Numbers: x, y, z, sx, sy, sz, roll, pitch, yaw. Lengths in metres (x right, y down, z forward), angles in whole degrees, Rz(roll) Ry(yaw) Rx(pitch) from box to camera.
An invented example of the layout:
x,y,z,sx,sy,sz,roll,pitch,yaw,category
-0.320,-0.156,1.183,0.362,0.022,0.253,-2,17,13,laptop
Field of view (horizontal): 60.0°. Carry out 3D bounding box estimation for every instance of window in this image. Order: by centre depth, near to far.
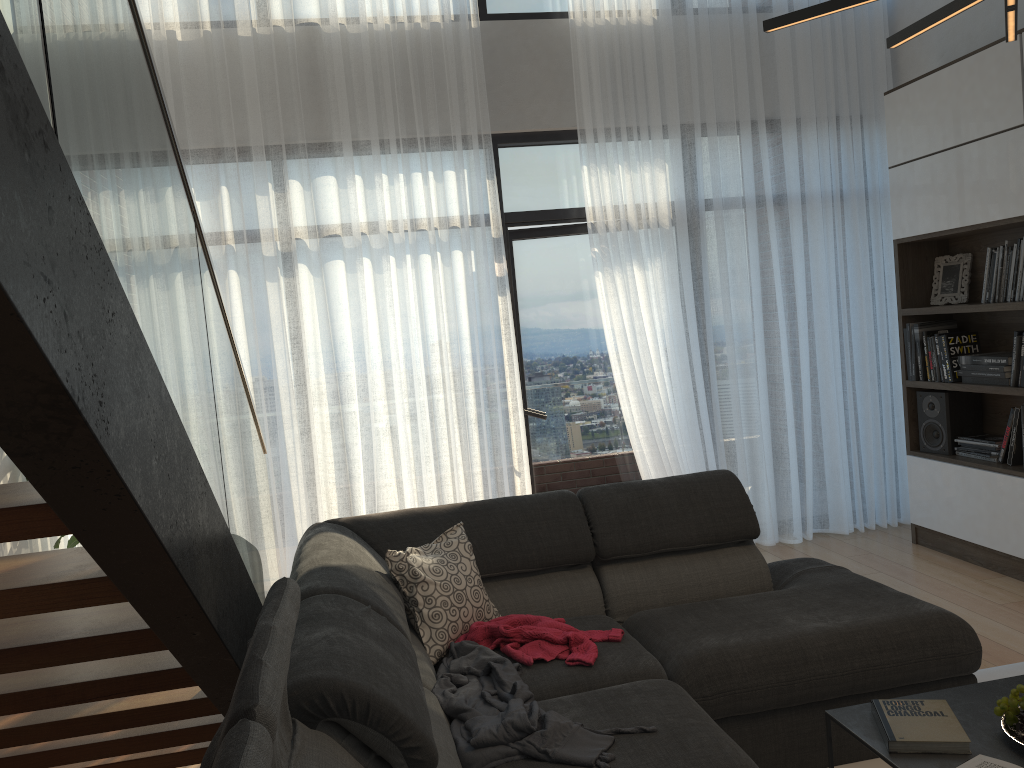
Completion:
x,y,z,sx,sy,sz,roll,pitch,yaw,category
-0.288,-3.248,4.922,4.808,2.500,0.119,-6,4,-10,window
-0.008,-0.166,5.119,4.808,2.501,0.119,-6,4,-10,window

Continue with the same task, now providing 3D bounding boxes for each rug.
x,y,z,sx,sy,sz,roll,pitch,yaw,category
1.382,1.161,1.930,1.606,0.013,2.496,-6,4,-11,rug

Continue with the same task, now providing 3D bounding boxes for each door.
x,y,z,sx,sy,sz,roll,pitch,yaw,category
0.578,0.018,5.346,1.118,1.976,0.206,-5,4,0,door

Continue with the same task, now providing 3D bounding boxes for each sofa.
x,y,z,sx,sy,sz,roll,pitch,yaw,category
0.498,0.744,2.039,2.108,0.995,3.169,-6,4,-10,sofa

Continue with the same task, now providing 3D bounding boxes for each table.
x,y,z,sx,sy,sz,roll,pitch,yaw,category
1.235,0.991,2.036,0.700,0.323,0.700,-6,4,-10,table

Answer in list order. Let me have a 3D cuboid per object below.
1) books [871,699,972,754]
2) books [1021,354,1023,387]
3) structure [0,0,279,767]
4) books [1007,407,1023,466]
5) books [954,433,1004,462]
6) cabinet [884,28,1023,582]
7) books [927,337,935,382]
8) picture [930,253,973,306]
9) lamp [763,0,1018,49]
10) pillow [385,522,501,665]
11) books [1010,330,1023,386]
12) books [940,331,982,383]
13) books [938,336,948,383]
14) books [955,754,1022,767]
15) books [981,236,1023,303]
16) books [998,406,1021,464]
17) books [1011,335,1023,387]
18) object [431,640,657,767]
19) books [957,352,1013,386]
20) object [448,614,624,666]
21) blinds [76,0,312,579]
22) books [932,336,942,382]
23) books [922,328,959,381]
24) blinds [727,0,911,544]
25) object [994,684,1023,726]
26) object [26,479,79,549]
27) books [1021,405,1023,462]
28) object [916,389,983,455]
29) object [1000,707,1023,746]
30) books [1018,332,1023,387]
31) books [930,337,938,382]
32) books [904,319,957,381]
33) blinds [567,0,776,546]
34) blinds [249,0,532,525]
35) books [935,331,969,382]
x,y,z,sx,sy,sz,roll,pitch,yaw,category
0.987,0.828,2.154,0.179,0.029,0.225,-4,4,13,books
2.422,-0.112,4.058,0.179,0.243,0.071,-6,4,-11,books
-1.008,-0.017,0.303,1.289,3.460,5.660,-6,4,-10,structure
2.489,0.241,4.245,0.210,0.289,0.100,-6,4,-11,books
2.426,0.325,4.520,0.204,0.099,0.325,-6,4,-10,books
2.651,-0.267,2.948,0.338,2.494,4.036,-6,4,-10,cabinet
2.305,-0.139,4.706,0.189,0.240,0.053,-6,4,-10,books
2.384,-0.564,4.794,0.114,0.270,0.216,-7,4,-29,picture
0.898,-2.611,1.771,1.200,3.645,0.831,-5,4,0,lamp
-0.078,0.751,1.825,0.386,0.364,2.734,-6,4,-6,pillow
2.424,-0.125,4.131,0.197,0.260,0.066,-6,4,-10,books
2.322,-0.139,4.567,0.191,0.249,0.083,-6,4,-10,books
2.313,-0.136,4.601,0.177,0.242,0.066,-6,4,-11,books
1.033,0.847,1.832,0.199,0.025,0.294,-7,4,-31,books
2.445,-0.549,4.251,0.185,0.299,0.367,-6,4,-10,books
2.497,0.240,4.299,0.232,0.284,0.142,-6,4,-10,books
2.401,-0.111,4.105,0.172,0.242,0.069,-6,4,-9,books
-0.048,0.854,2.341,0.411,0.118,0.905,-8,4,-34,object
2.425,-0.079,4.370,0.277,0.137,0.343,-6,4,-10,books
0.057,0.790,2.777,0.536,0.077,0.323,-4,4,24,object
-1.840,-1.520,4.461,1.223,5.581,0.218,-6,4,-13,blinds
2.299,-0.139,4.658,0.169,0.242,0.050,-6,4,-11,books
2.301,-0.157,4.738,0.202,0.268,0.053,-6,4,-11,books
1.674,-1.882,5.123,1.163,5.581,0.218,-6,4,-13,blinds
1.293,0.739,2.028,0.256,0.173,0.279,-6,4,-13,object
-1.908,0.586,4.189,0.528,1.463,0.774,-5,4,10,object
2.503,0.241,4.180,0.213,0.301,0.028,-6,4,-10,books
2.362,0.196,4.797,0.244,0.331,0.214,-7,4,-20,object
1.291,0.810,2.038,0.295,0.026,0.295,-6,4,-16,object
2.430,-0.120,4.085,0.192,0.254,0.075,-6,4,-11,books
2.303,-0.137,4.682,0.170,0.236,0.049,-6,4,-10,books
2.287,-0.183,4.825,0.259,0.321,0.128,-6,4,-10,books
0.818,-1.791,4.887,0.858,5.579,0.589,-8,4,-33,blinds
-0.784,-1.630,4.678,1.374,5.581,0.218,-6,4,-12,blinds
2.315,-0.144,4.632,0.193,0.255,0.066,-6,4,-11,books
